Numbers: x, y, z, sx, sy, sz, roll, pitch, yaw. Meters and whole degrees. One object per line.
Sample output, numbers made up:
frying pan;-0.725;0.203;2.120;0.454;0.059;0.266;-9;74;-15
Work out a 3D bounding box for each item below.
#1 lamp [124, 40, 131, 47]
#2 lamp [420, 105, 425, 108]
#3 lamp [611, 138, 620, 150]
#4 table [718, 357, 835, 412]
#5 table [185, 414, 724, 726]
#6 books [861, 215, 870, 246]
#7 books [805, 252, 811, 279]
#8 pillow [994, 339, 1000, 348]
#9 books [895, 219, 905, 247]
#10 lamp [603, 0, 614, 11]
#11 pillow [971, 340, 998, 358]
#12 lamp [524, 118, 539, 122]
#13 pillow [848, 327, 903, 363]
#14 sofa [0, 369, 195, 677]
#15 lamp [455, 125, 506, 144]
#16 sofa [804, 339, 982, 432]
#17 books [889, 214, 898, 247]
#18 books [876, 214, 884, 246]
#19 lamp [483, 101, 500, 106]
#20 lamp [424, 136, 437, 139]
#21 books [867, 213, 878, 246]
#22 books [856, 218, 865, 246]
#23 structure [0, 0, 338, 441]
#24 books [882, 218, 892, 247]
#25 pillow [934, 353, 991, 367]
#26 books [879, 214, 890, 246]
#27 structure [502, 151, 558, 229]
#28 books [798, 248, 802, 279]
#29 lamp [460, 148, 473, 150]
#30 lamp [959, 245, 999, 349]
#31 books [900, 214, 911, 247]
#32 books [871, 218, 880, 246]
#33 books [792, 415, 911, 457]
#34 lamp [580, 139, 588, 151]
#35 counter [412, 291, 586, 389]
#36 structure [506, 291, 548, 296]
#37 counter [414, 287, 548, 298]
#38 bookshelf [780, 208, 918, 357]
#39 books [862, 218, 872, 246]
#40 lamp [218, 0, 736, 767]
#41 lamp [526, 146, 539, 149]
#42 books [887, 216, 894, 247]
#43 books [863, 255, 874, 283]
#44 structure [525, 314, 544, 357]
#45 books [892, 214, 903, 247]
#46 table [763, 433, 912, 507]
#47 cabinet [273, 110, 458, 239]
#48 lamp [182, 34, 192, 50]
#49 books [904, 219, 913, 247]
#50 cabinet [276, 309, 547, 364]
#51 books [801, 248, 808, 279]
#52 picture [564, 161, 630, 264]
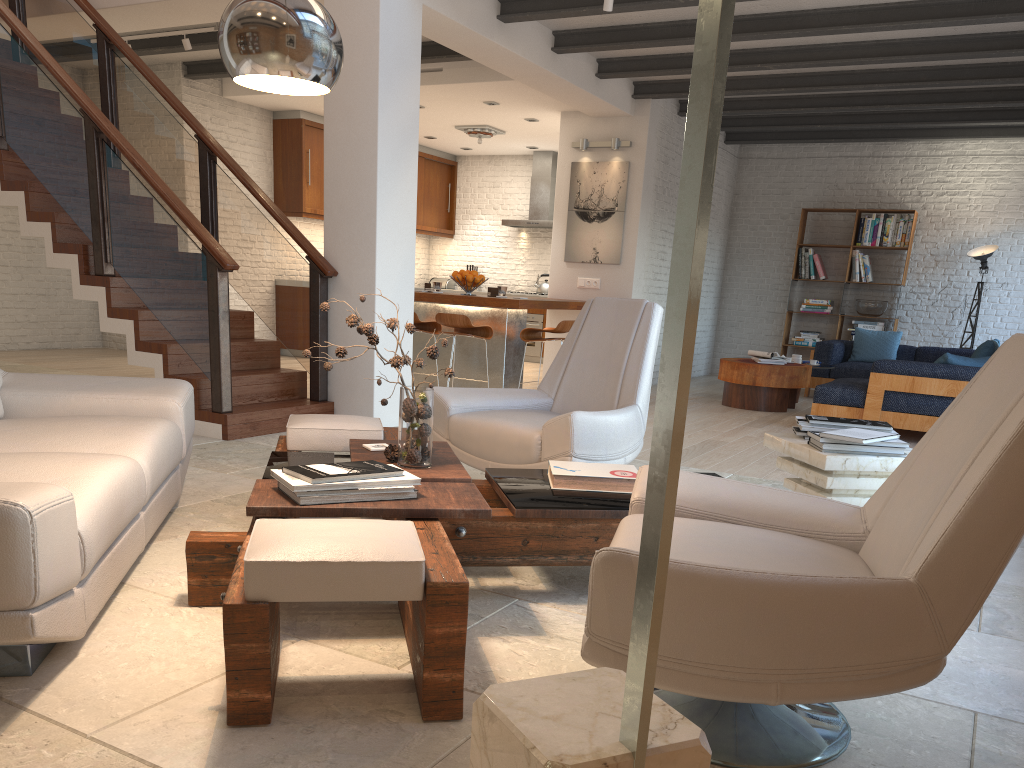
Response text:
lamp;-3.345;-2.921;7.596;0.059;0.134;0.082;3;13;-2
lamp;-1.021;-3.004;9.382;0.122;0.057;0.121;8;9;28
lamp;1.057;-2.453;8.911;0.079;0.108;0.077;-5;15;-33
table;2.717;-0.027;9.225;1.058;0.464;1.795;9;9;34
table;-0.086;0.486;3.134;1.972;0.446;2.125;2;7;-11
books;4.395;-1.892;10.837;0.020;0.373;0.265;12;15;28
books;3.833;-1.520;11.256;0.101;0.347;0.248;12;15;28
pillow;5.055;-0.276;9.319;0.240;0.414;1.080;11;10;27
books;4.749;-1.833;10.643;0.055;0.343;0.248;12;15;28
lamp;0.616;-2.436;5.559;0.059;0.134;0.082;3;13;-2
pillow;4.390;-0.215;8.175;0.251;0.432;1.183;11;10;28
lamp;0.222;-2.962;9.719;0.122;0.057;0.121;8;9;28
pillow;4.285;-0.442;10.272;0.548;0.425;0.217;9;15;26
sofa;-1.803;0.236;2.861;1.145;0.784;2.244;2;8;-11
lamp;-0.386;-2.991;10.536;0.444;0.177;0.440;8;9;28
sofa;3.856;-0.013;8.748;2.052;0.686;3.859;8;8;29
books;4.687;-1.871;10.688;0.036;0.399;0.237;12;16;28
books;4.544;-1.885;10.736;0.036;0.399;0.237;12;16;28
lamp;-0.210;-2.905;8.964;0.122;0.057;0.121;8;9;28
lamp;-1.063;-3.229;11.357;0.122;0.057;0.121;8;9;28
books;4.464;-1.896;10.783;0.036;0.399;0.237;12;16;28
books;4.361;-1.882;10.859;0.055;0.343;0.248;12;15;28
structure;-1.227;-1.886;6.344;10.023;4.303;13.536;8;8;28
books;4.613;-1.848;10.702;0.055;0.343;0.248;12;15;28
pillow;3.644;-0.089;7.098;0.565;0.341;0.362;2;11;-11
books;4.581;-1.882;10.728;0.036;0.399;0.237;12;16;28
structure;0.423;-2.688;12.083;0.973;1.032;0.444;9;15;27
books;3.744;-1.553;11.266;0.090;0.400;0.237;12;16;28
lamp;-0.633;-3.286;12.111;0.122;0.057;0.121;8;9;28
lamp;5.480;-0.670;10.128;0.506;1.918;0.831;4;14;1
books;4.795;-1.856;10.618;0.036;0.399;0.237;12;16;28
books;4.511;-1.864;10.782;0.055;0.343;0.248;12;15;28
books;1.323;0.206;3.413;0.387;0.082;0.550;5;7;12
lamp;0.747;-2.491;9.070;0.079;0.108;0.077;-5;15;-33
counter;-0.098;-0.399;8.727;1.664;0.955;2.439;8;9;28
structure;0.300;-1.281;12.424;0.801;0.033;0.576;7;7;28
counter;-0.581;-1.171;11.404;3.477;0.073;3.256;7;7;28
bookshelf;4.233;-1.046;11.104;1.299;2.289;0.354;10;17;26
books;4.420;-1.873;10.809;0.055;0.343;0.248;12;15;28
lamp;-0.276;-0.354;1.671;0.318;2.441;1.956;-4;14;-25
lamp;0.272;-3.175;11.645;0.122;0.057;0.121;8;9;28
books;4.654;-1.859;10.694;0.020;0.373;0.265;12;15;28
books;4.457;-1.436;10.901;0.156;0.342;0.248;11;15;28
structure;0.231;-0.720;12.520;0.661;0.600;0.487;9;13;27
books;4.713;-1.866;10.660;0.036;0.399;0.237;12;16;28
table;1.333;0.494;3.545;0.495;0.524;0.475;1;12;-11
cabinet;-1.836;-2.699;11.702;0.455;1.207;3.265;12;10;29
lamp;-2.713;-2.844;7.274;0.060;0.134;0.084;12;16;30
books;4.844;-1.824;10.618;0.055;0.343;0.248;12;15;28
cabinet;-0.613;-1.754;11.687;4.785;2.948;2.175;2;12;-7
books;3.781;-1.550;11.256;0.090;0.400;0.237;12;16;28
picture;0.888;-1.808;9.226;0.646;1.056;0.019;10;17;26
